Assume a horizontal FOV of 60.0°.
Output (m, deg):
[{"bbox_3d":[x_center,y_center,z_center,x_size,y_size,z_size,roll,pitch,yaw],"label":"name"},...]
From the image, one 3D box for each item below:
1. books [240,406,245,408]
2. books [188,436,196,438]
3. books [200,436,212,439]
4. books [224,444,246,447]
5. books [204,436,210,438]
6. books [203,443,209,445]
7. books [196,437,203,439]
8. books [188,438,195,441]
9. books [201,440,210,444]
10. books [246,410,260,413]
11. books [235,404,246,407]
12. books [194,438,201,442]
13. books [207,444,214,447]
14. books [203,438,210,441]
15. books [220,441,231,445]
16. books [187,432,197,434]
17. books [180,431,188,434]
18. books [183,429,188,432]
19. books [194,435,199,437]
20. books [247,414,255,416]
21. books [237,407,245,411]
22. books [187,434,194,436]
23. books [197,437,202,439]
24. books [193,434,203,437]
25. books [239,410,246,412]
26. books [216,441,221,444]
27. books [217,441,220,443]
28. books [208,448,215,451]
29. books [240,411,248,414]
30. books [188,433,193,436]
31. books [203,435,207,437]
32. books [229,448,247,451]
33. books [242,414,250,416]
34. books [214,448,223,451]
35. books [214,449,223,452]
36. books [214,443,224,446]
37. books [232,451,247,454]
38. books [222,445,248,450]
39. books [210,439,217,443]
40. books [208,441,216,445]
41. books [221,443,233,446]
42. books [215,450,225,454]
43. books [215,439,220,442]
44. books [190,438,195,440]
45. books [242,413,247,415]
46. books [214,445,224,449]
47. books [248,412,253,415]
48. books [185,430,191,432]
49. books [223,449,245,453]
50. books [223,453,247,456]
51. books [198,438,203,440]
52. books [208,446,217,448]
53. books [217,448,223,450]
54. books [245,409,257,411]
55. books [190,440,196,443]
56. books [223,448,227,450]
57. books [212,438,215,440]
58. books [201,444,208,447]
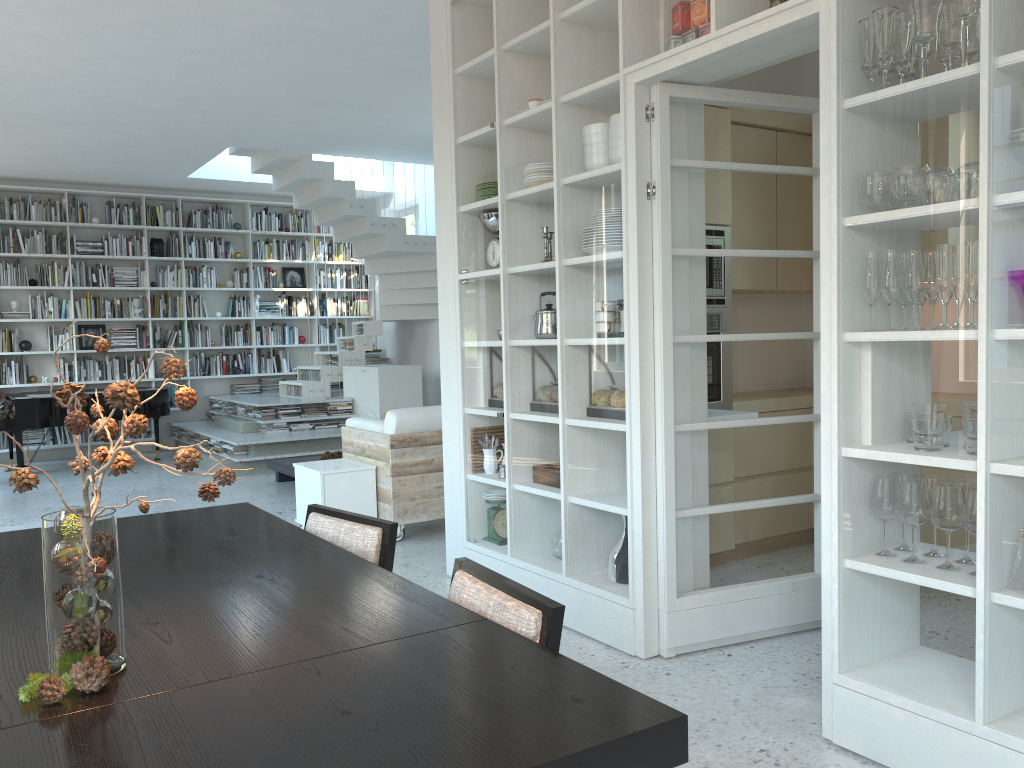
[{"bbox_3d":[-3.034,0.257,10.235,0.145,0.017,0.208,-4,4,-38],"label":"books"},{"bbox_3d":[-3.634,0.610,10.275,0.159,0.011,0.246,-4,4,-37],"label":"books"},{"bbox_3d":[-3.303,0.584,9.750,0.170,0.014,0.281,-4,4,-36],"label":"books"},{"bbox_3d":[-2.807,0.613,8.987,0.164,0.015,0.243,-3,3,-29],"label":"books"},{"bbox_3d":[-3.291,0.573,9.757,0.157,0.007,0.268,-3,4,-33],"label":"books"},{"bbox_3d":[-3.301,0.647,9.754,0.177,0.011,0.220,-3,3,-31],"label":"books"},{"bbox_3d":[-3.460,0.604,10.018,0.155,0.009,0.297,-3,4,-32],"label":"books"},{"bbox_3d":[-3.632,0.642,10.278,0.159,0.012,0.292,-4,4,-36],"label":"books"},{"bbox_3d":[-3.300,0.629,9.754,0.160,0.025,0.244,-4,4,-38],"label":"books"},{"bbox_3d":[-2.873,0.303,9.977,0.177,0.026,0.230,-3,4,-33],"label":"books"},{"bbox_3d":[-3.054,0.242,10.221,0.192,0.014,0.256,-4,4,-37],"label":"books"},{"bbox_3d":[-3.470,0.629,10.013,0.182,0.013,0.287,-3,4,-32],"label":"books"},{"bbox_3d":[-3.140,0.657,9.494,0.189,0.013,0.215,-4,4,-35],"label":"books"},{"bbox_3d":[-3.291,0.607,9.759,0.142,0.017,0.239,-4,4,-37],"label":"books"},{"bbox_3d":[-2.819,0.589,8.977,0.192,0.014,0.256,-4,4,-37],"label":"books"},{"bbox_3d":[-3.639,0.560,10.270,0.171,0.015,0.252,-4,4,-36],"label":"books"},{"bbox_3d":[-3.810,0.574,10.531,0.180,0.015,0.294,-4,4,-35],"label":"books"},{"bbox_3d":[-3.802,0.545,10.535,0.159,0.006,0.285,-3,3,-31],"label":"books"},{"bbox_3d":[-3.471,0.585,10.010,0.165,0.014,0.235,-4,4,-38],"label":"books"},{"bbox_3d":[-2.869,0.348,9.982,0.154,0.007,0.292,-3,3,-30],"label":"books"},{"bbox_3d":[-3.042,0.280,10.231,0.174,0.029,0.250,-4,4,-35],"label":"books"},{"bbox_3d":[-3.639,0.588,10.271,0.169,0.009,0.241,-4,4,-37],"label":"books"},{"bbox_3d":[-3.464,0.596,10.016,0.169,0.009,0.241,-3,4,-33],"label":"books"},{"bbox_3d":[-3.474,0.572,10.008,0.179,0.012,0.249,-4,4,-36],"label":"books"},{"bbox_3d":[-3.045,0.302,10.229,0.177,0.015,0.187,-3,3,-28],"label":"books"},{"bbox_3d":[-2.969,0.606,9.244,0.175,0.006,0.251,-3,4,-33],"label":"books"},{"bbox_3d":[-2.978,0.590,9.238,0.178,0.010,0.195,-3,3,-28],"label":"books"},{"bbox_3d":[-3.144,0.696,9.494,0.193,0.005,0.224,-4,4,-37],"label":"books"},{"bbox_3d":[-3.035,0.321,10.237,0.167,0.024,0.192,-3,4,-32],"label":"books"},{"bbox_3d":[-3.645,0.576,10.267,0.182,0.016,0.198,-3,3,-28],"label":"books"},{"bbox_3d":[-3.294,0.566,9.754,0.160,0.008,0.239,-3,4,-32],"label":"books"},{"bbox_3d":[-2.789,0.656,9.000,0.137,0.019,0.224,-3,4,-32],"label":"books"},{"bbox_3d":[-3.028,0.354,10.243,0.132,0.016,0.262,-3,3,-28],"label":"books"},{"bbox_3d":[-2.978,0.679,9.242,0.191,0.006,0.275,-3,3,-31],"label":"books"},{"bbox_3d":[-2.972,0.686,9.246,0.178,0.009,0.276,-4,4,-35],"label":"books"},{"bbox_3d":[-2.976,0.625,9.240,0.168,0.013,0.281,-4,4,-38],"label":"books"},{"bbox_3d":[-2.784,0.690,9.005,0.132,0.014,0.205,-3,4,-33],"label":"books"},{"bbox_3d":[-2.806,0.634,8.988,0.156,0.027,0.287,-4,4,-38],"label":"books"},{"bbox_3d":[-3.126,0.602,9.501,0.141,0.028,0.222,-4,4,-38],"label":"books"},{"bbox_3d":[-3.138,0.625,9.494,0.180,0.017,0.182,-4,4,-36],"label":"books"},{"bbox_3d":[-2.813,0.601,8.982,0.176,0.010,0.266,-4,4,-37],"label":"books"},{"bbox_3d":[-2.981,0.699,9.241,0.191,0.016,0.208,-3,3,-28],"label":"books"},{"bbox_3d":[-2.979,0.578,9.236,0.182,0.016,0.256,-3,3,-30],"label":"books"},{"bbox_3d":[-3.629,0.630,10.280,0.164,0.012,0.205,-3,4,-33],"label":"books"},{"bbox_3d":[-3.020,0.339,10.247,0.136,0.013,0.258,-3,4,-33],"label":"books"},{"bbox_3d":[-2.977,0.649,9.241,0.191,0.015,0.246,-3,4,-32],"label":"books"},{"bbox_3d":[-2.865,0.330,9.984,0.155,0.028,0.189,-3,4,-32],"label":"books"},{"bbox_3d":[-3.649,0.539,10.262,0.193,0.005,0.224,-4,4,-37],"label":"books"},{"bbox_3d":[-2.815,0.676,8.984,0.187,0.017,0.205,-3,3,-28],"label":"books"},{"bbox_3d":[-2.809,0.707,8.990,0.184,0.017,0.230,-3,3,-31],"label":"books"},{"bbox_3d":[-3.452,0.615,10.024,0.140,0.013,0.180,-3,4,-32],"label":"books"},{"bbox_3d":[-3.135,0.666,9.498,0.180,0.008,0.267,-4,4,-34],"label":"books"},{"bbox_3d":[-2.966,0.673,9.249,0.170,0.006,0.268,-3,4,-33],"label":"books"},{"bbox_3d":[-2.878,0.286,9.973,0.187,0.009,0.250,-3,4,-33],"label":"books"},{"bbox_3d":[-3.628,0.663,10.281,0.157,0.014,0.180,-4,4,-36],"label":"books"},{"bbox_3d":[-2.959,0.662,9.253,0.154,0.014,0.196,-3,4,-33],"label":"books"},{"bbox_3d":[-3.128,0.582,9.498,0.139,0.013,0.288,-3,3,-28],"label":"books"},{"bbox_3d":[-3.309,0.666,9.750,0.189,0.009,0.290,-3,3,-30],"label":"books"}]
